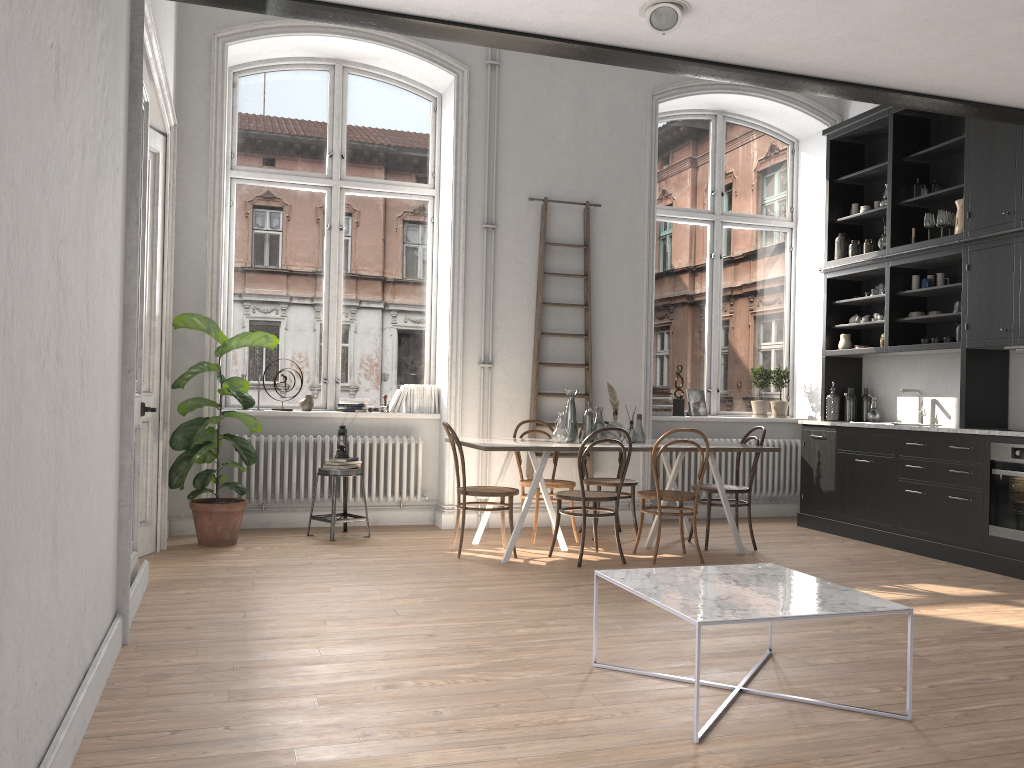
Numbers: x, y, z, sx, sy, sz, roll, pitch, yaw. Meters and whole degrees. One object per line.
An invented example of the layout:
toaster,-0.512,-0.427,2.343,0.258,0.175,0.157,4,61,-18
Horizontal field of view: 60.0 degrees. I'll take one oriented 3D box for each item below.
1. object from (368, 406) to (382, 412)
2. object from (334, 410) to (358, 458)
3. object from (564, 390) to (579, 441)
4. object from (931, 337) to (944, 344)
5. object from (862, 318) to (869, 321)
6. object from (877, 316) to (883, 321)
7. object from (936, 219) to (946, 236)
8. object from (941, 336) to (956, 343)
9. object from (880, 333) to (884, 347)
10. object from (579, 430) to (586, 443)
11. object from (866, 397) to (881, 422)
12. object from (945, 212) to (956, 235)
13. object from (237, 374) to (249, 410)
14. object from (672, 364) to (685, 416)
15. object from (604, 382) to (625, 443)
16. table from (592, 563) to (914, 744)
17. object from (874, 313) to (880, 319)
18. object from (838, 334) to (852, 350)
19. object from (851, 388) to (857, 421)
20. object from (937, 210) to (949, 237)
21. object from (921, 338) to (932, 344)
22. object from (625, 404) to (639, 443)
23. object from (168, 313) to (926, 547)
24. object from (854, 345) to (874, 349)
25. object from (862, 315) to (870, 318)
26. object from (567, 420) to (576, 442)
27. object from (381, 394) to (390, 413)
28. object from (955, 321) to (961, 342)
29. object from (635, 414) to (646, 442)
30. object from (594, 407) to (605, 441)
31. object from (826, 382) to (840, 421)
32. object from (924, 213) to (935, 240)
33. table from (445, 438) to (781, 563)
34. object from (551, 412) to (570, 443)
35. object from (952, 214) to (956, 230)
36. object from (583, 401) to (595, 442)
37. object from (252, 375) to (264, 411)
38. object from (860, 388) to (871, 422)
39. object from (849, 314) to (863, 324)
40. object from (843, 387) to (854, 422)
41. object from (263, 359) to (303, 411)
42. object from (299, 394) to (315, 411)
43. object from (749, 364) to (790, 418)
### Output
object,-1.163,0.213,7.470,0.088,0.048,0.153,1,-1,22
object,-1.291,0.381,6.881,0.163,0.383,0.154,2,-1,-44
object,0.438,0.234,6.594,0.116,0.383,0.116,1,0,-6
object,3.278,-0.335,6.832,0.088,0.059,0.104,2,-1,-39
object,3.089,-0.558,7.746,0.058,0.033,0.055,2,-1,-43
object,3.126,-0.553,7.534,0.049,0.054,0.039,1,0,8
object,3.353,-1.213,6.921,0.083,0.221,0.083,1,0,-26
object,3.329,-0.335,6.743,0.104,0.059,0.088,1,-1,-9
object,3.109,-0.363,7.396,0.069,0.123,0.173,1,-1,15
object,0.516,0.378,6.401,0.058,0.094,0.058,1,0,11
object,3.170,0.223,7.772,0.132,0.219,0.120,1,0,-17
object,3.378,-1.214,6.842,0.083,0.221,0.083,1,0,-19
object,-2.171,0.067,7.171,0.095,0.289,0.095,1,0,14
object,1.568,0.059,8.339,0.122,0.488,0.102,1,0,7
object,0.756,0.209,6.485,0.157,0.446,0.157,1,0,0
table,0.869,0.972,3.380,0.849,0.392,0.849,2,-1,-18
object,3.127,-0.576,7.602,0.039,0.055,0.049,1,-1,3
object,2.970,-0.370,7.889,0.127,0.144,0.115,2,-1,-39
object,3.060,0.184,7.980,0.086,0.301,0.086,1,0,-3
object,3.291,-1.217,6.781,0.083,0.221,0.083,1,0,29
object,3.251,-0.334,6.941,0.088,0.059,0.104,2,-1,-29
object,0.891,0.295,6.610,0.107,0.283,0.107,1,0,-23
object,0.405,0.287,6.870,5.827,1.842,0.792,1,0,-13
object,3.083,-0.314,7.760,0.180,0.037,0.180,2,-1,-33
object,3.090,-0.578,7.746,0.055,0.047,0.058,1,-1,-3
object,0.430,0.345,6.474,0.083,0.158,0.083,1,0,-22
object,-1.063,0.164,7.443,0.088,0.153,0.048,1,-1,42
object,3.391,-0.401,6.628,0.124,0.192,0.129,1,0,10
object,0.963,0.333,6.713,0.101,0.212,0.101,1,0,22
object,0.650,0.304,6.620,0.098,0.255,0.100,2,0,-41
object,2.860,0.152,7.902,0.109,0.349,0.109,2,0,-37
object,3.249,-1.216,6.905,0.083,0.221,0.083,1,0,14
table,0.699,0.821,6.515,2.200,0.780,1.100,2,-1,-18
object,0.347,0.310,6.314,0.132,0.219,0.132,2,0,-28
object,3.482,-1.210,6.929,0.083,0.221,0.083,1,0,14
object,0.564,0.277,6.517,0.086,0.301,0.086,2,0,-32
object,-2.042,0.070,7.152,0.095,0.289,0.095,1,0,5
object,3.153,0.185,7.898,0.086,0.301,0.086,1,0,28
object,3.069,-0.571,7.905,0.140,0.100,0.125,2,-1,-36
object,2.992,0.181,7.876,0.086,0.301,0.086,2,0,-32
object,-1.866,0.006,7.229,0.347,0.425,0.087,1,0,15
object,-1.684,0.152,7.283,0.100,0.142,0.102,2,-1,-43
object,2.506,0.067,8.640,0.500,0.524,0.234,2,0,-28
